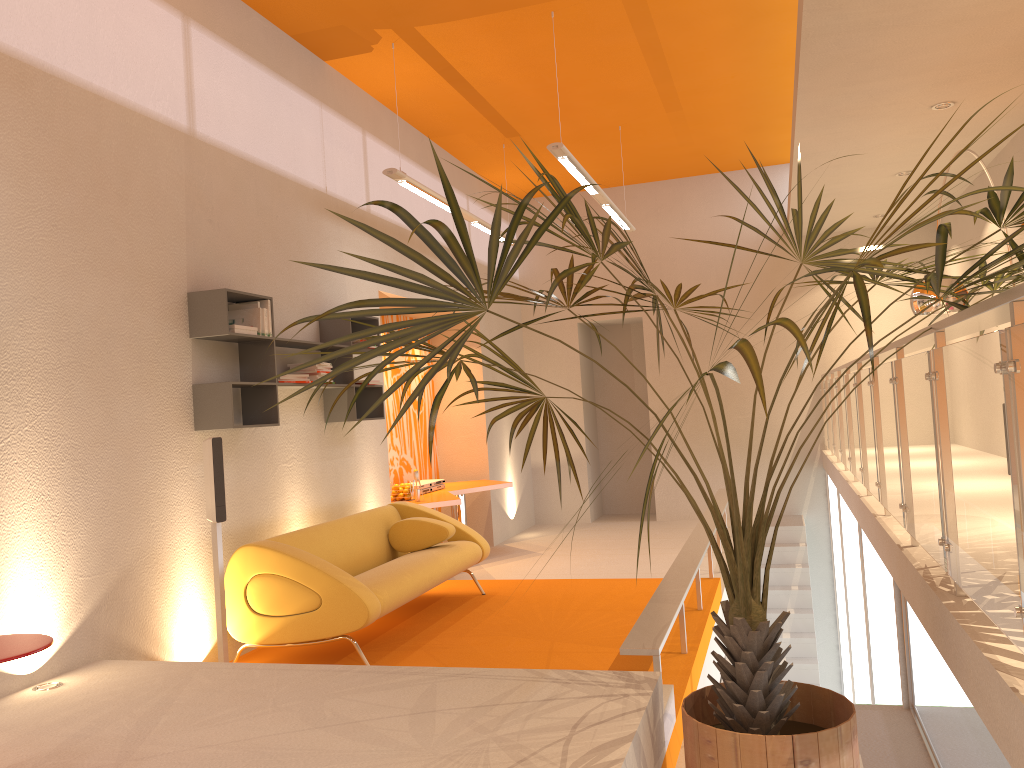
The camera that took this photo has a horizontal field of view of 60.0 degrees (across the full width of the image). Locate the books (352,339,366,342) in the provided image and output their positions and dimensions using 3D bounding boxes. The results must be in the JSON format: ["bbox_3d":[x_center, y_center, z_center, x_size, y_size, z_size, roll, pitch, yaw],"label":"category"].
[{"bbox_3d":[-1.170,-0.313,6.682,0.190,0.015,0.254,-4,-2,18],"label":"books"}]

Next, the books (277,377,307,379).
[{"bbox_3d":[-1.465,-0.031,5.666,0.190,0.015,0.254,-5,-2,28],"label":"books"}]

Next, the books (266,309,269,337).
[{"bbox_3d":[-1.596,-0.363,5.413,0.230,0.169,0.027,-4,-2,17],"label":"books"}]

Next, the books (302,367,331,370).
[{"bbox_3d":[-1.364,-0.098,6.011,0.190,0.015,0.254,-4,-2,8],"label":"books"}]

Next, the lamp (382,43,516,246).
[{"bbox_3d":[-0.455,-2.004,7.940,0.120,1.052,3.195,-4,-2,17],"label":"lamp"}]

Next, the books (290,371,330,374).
[{"bbox_3d":[-1.361,-0.073,6.024,0.210,0.013,0.297,-4,-2,12],"label":"books"}]

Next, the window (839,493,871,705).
[{"bbox_3d":[2.956,2.846,7.428,0.006,3.760,2.311,-4,-2,17],"label":"window"}]

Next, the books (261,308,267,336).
[{"bbox_3d":[-1.596,-0.364,5.384,0.230,0.169,0.027,-4,-2,17],"label":"books"}]

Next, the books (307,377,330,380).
[{"bbox_3d":[-1.360,-0.027,6.009,0.190,0.015,0.254,-4,-2,8],"label":"books"}]

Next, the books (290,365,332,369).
[{"bbox_3d":[-1.361,-0.113,6.019,0.190,0.015,0.254,-4,-2,13],"label":"books"}]

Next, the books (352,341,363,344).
[{"bbox_3d":[-1.164,-0.298,6.688,0.190,0.015,0.254,-4,-2,13],"label":"books"}]

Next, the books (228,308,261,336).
[{"bbox_3d":[-1.610,-0.365,5.331,0.230,0.169,0.023,-4,-2,17],"label":"books"}]

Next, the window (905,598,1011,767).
[{"bbox_3d":[0.195,0.806,1.138,0.908,1.393,6.719,-5,-2,36],"label":"window"}]

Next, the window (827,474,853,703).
[{"bbox_3d":[3.598,2.872,9.568,0.006,3.760,2.078,-4,-2,17],"label":"window"}]

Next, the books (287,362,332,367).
[{"bbox_3d":[-1.374,-0.128,6.025,0.230,0.017,0.226,-4,-2,7],"label":"books"}]

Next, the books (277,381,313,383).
[{"bbox_3d":[-1.457,-0.006,5.677,0.210,0.013,0.297,-5,-2,32],"label":"books"}]

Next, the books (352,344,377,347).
[{"bbox_3d":[-1.165,-0.285,6.678,0.190,0.011,0.268,-4,-2,18],"label":"books"}]

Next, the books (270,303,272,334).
[{"bbox_3d":[-1.585,-0.391,5.453,0.230,0.227,0.017,-4,-2,17],"label":"books"}]

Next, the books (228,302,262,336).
[{"bbox_3d":[-1.616,-0.383,5.365,0.207,0.210,0.021,-4,-2,17],"label":"books"}]

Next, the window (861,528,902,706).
[{"bbox_3d":[0.612,2.015,2.289,0.481,5.399,8.922,-5,-2,29],"label":"window"}]

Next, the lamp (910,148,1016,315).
[{"bbox_3d":[3.074,-0.448,5.889,0.315,2.259,2.077,-5,-2,39],"label":"lamp"}]

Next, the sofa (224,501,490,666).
[{"bbox_3d":[-0.901,1.233,5.834,0.929,0.706,2.081,-4,-2,17],"label":"sofa"}]

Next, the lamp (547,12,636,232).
[{"bbox_3d":[0.720,-2.092,7.589,0.120,1.052,3.195,-4,-2,17],"label":"lamp"}]

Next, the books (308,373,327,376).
[{"bbox_3d":[-1.369,-0.057,6.023,0.230,0.017,0.226,-4,-2,7],"label":"books"}]

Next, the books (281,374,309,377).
[{"bbox_3d":[-1.460,-0.046,5.671,0.190,0.015,0.254,-5,-2,33],"label":"books"}]

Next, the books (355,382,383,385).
[{"bbox_3d":[-1.131,0.003,6.669,0.254,0.015,0.190,-4,-2,23],"label":"books"}]

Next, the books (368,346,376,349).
[{"bbox_3d":[-1.165,-0.273,6.674,0.210,0.013,0.297,-4,-2,17],"label":"books"}]

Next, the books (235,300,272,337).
[{"bbox_3d":[-1.584,-0.392,5.433,0.230,0.227,0.017,-4,-2,17],"label":"books"}]

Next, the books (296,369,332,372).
[{"bbox_3d":[-1.363,-0.085,6.021,0.190,0.011,0.268,-4,-2,13],"label":"books"}]

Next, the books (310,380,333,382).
[{"bbox_3d":[-1.358,-0.013,6.018,0.190,0.011,0.268,-4,-2,13],"label":"books"}]

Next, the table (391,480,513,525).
[{"bbox_3d":[-0.659,1.438,8.717,0.969,0.760,2.573,-4,-2,17],"label":"table"}]

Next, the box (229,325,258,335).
[{"bbox_3d":[-1.655,-0.305,5.194,0.232,0.047,0.232,-4,-2,17],"label":"box"}]

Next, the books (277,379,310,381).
[{"bbox_3d":[-1.460,-0.018,5.674,0.190,0.011,0.268,-5,-2,33],"label":"books"}]

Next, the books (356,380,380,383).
[{"bbox_3d":[-1.140,-0.013,6.659,0.226,0.017,0.230,-4,-2,17],"label":"books"}]

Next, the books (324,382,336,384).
[{"bbox_3d":[-1.356,-0.001,6.022,0.210,0.013,0.297,-4,-2,12],"label":"books"}]

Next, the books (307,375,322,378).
[{"bbox_3d":[-1.356,-0.042,6.016,0.190,0.015,0.254,-4,-2,13],"label":"books"}]
